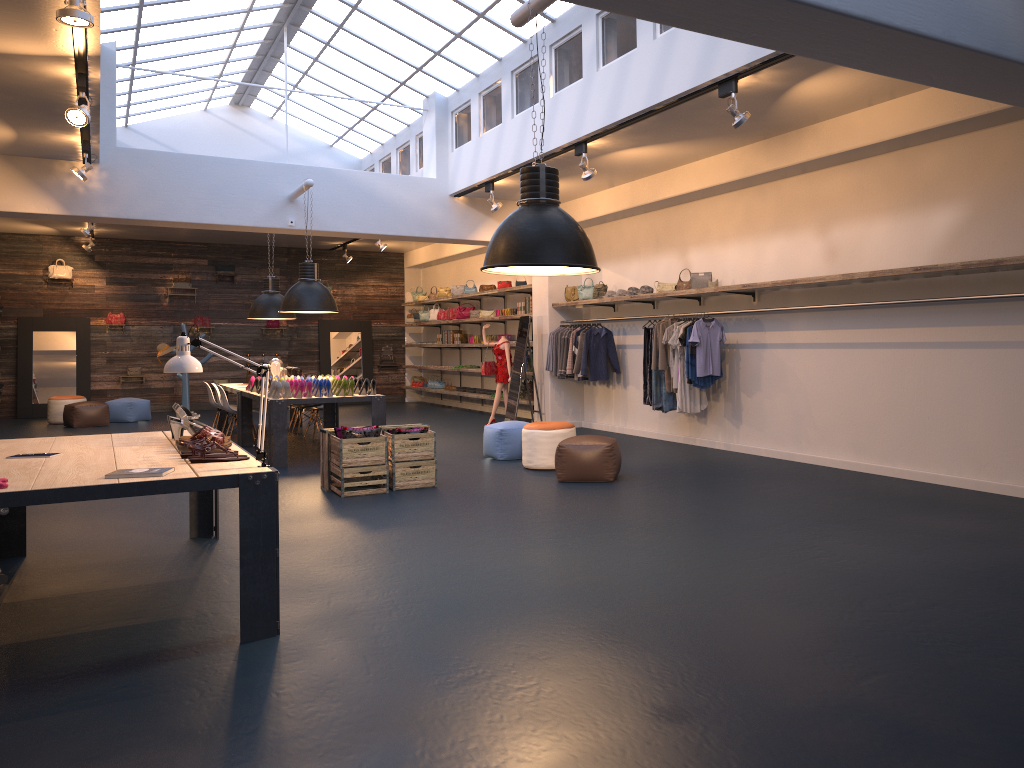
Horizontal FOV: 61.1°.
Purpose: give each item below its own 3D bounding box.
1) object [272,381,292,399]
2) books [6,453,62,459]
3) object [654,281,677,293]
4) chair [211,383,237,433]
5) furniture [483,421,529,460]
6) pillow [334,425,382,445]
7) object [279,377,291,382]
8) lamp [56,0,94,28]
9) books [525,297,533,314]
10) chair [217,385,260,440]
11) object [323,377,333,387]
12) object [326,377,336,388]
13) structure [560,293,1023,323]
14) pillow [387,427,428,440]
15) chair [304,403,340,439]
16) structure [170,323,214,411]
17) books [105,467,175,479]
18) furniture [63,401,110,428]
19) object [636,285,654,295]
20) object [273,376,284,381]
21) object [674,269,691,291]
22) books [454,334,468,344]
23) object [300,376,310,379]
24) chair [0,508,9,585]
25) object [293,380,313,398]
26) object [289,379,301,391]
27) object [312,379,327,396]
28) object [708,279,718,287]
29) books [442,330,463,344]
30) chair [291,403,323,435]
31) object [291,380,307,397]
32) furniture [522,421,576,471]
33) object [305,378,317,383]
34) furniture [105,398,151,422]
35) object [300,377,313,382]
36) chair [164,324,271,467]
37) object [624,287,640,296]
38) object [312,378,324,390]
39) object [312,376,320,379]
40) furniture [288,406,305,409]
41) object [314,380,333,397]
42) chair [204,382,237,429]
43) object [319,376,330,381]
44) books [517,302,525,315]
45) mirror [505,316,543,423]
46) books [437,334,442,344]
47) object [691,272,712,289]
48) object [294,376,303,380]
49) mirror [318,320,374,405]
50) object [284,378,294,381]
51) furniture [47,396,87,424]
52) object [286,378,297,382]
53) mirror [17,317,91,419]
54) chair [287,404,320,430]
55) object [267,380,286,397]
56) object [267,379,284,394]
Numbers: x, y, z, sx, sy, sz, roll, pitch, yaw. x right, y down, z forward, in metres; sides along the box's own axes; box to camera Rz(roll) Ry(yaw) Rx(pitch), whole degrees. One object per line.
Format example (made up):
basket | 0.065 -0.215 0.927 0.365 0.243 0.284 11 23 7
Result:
object | -2.530 0.063 9.564 0.214 0.195 0.227 -1 1 -22
books | -2.485 0.369 4.520 0.209 0.018 0.134 -1 2 -8
object | 2.023 -1.258 11.268 0.353 0.174 0.238 0 1 13
chair | -4.048 0.380 12.575 0.577 0.802 0.438 0 0 -21
furniture | 0.009 0.644 10.149 0.698 0.423 0.599 -1 2 -29
pillow | -1.398 0.535 7.803 0.383 0.349 0.404 -1 1 -28
object | -2.854 0.008 10.874 0.216 0.195 0.225 -1 1 -27
lamp | -2.436 -2.105 4.840 0.193 0.376 0.163 0 -1 -39
books | 0.448 -1.315 14.480 0.257 0.288 0.592 -1 2 -28
chair | -3.782 0.403 12.014 0.585 0.802 0.431 0 0 -29
object | -2.325 0.004 10.888 0.216 0.195 0.225 -1 1 -27
object | -2.235 0.015 10.616 0.216 0.195 0.225 -1 1 -27
structure | 2.508 -0.824 9.985 0.042 0.039 8.086 -1 2 -25
pillow | -0.997 0.552 8.142 0.332 0.319 0.425 -1 1 -27
chair | -2.719 0.369 12.610 0.588 0.802 0.428 0 0 -35
structure | -6.392 -0.304 17.125 0.979 1.810 0.170 0 -1 -5
books | -1.641 0.393 3.835 0.236 0.017 0.172 -1 3 -11
furniture | -7.182 0.502 14.656 0.703 0.423 0.594 -2 2 -44
object | 1.786 -1.258 11.686 0.252 0.136 0.166 -1 1 -9
object | -2.994 -0.001 11.108 0.215 0.195 0.226 -1 1 -24
object | 2.202 -1.315 11.025 0.271 0.300 0.111 0 -1 32
books | -1.050 -0.926 17.847 0.195 0.213 0.306 -1 1 -27
object | -2.638 0.001 11.014 0.216 0.195 0.225 -1 1 -27
chair | -3.055 0.703 4.574 0.638 0.837 0.725 0 0 42
object | -2.323 0.056 9.695 0.217 0.195 0.224 -1 1 -30
object | -2.543 0.037 10.164 0.215 0.195 0.226 -1 1 -23
object | -2.230 0.038 10.082 0.216 0.195 0.225 -1 1 -27
object | 2.428 -1.211 10.490 0.128 0.134 0.082 0 0 7
books | -1.258 -0.983 18.256 0.257 0.288 0.592 -1 2 -28
chair | -3.050 0.348 13.144 0.585 0.802 0.431 0 0 -29
object | -2.440 0.046 9.934 0.216 0.195 0.225 -1 1 -27
furniture | 0.400 0.650 9.268 0.620 0.481 0.540 -1 1 -25
object | -2.449 0.021 10.515 0.216 0.195 0.225 -1 1 -27
furniture | -6.900 0.459 15.597 0.632 0.423 0.665 0 1 11
object | -2.562 0.010 10.779 0.223 0.195 0.225 -1 1 -28
chair | -1.390 0.086 4.156 0.545 0.746 0.169 0 -1 7
object | 1.655 -1.269 11.961 0.252 0.136 0.166 -1 1 -9
object | -2.318 0.029 10.310 0.217 0.195 0.224 -1 1 -30
object | -2.574 -0.013 11.323 0.217 0.195 0.223 -1 1 -32
furniture | -4.466 0.284 18.527 0.620 0.481 0.540 -1 1 -25
object | -2.129 0.048 9.830 0.214 0.195 0.228 -1 1 -20
chair | -4.358 0.359 13.121 0.585 0.802 0.431 0 0 -29
object | -2.422 -0.006 11.131 0.216 0.195 0.225 -1 1 -27
books | 0.229 -1.290 14.862 0.193 0.210 0.295 -1 1 -26
mirror | 0.172 -0.187 13.646 0.561 1.767 0.467 0 -1 -28
books | -1.477 -0.958 18.637 0.193 0.210 0.295 -1 1 -26
object | 2.337 -1.268 10.735 0.262 0.230 0.082 0 -1 18
object | -2.778 -0.008 11.231 0.216 0.195 0.225 -1 1 -27
mirror | -3.749 -0.492 19.680 1.243 1.920 0.247 0 -1 -30
object | -2.747 0.018 10.625 0.216 0.195 0.225 -1 1 -27
furniture | -7.828 0.450 15.283 0.620 0.481 0.540 -1 1 -25
object | -2.639 0.028 10.390 0.214 0.195 0.228 -1 1 -20
mirror | -8.810 -0.325 16.730 1.243 1.920 0.247 0 -1 -30
chair | -3.257 0.324 13.736 0.583 0.802 0.433 0 0 -27
object | -2.644 0.053 9.804 0.218 0.195 0.222 -1 1 -36
object | -2.730 0.043 10.052 0.219 0.195 0.222 -1 1 -41
